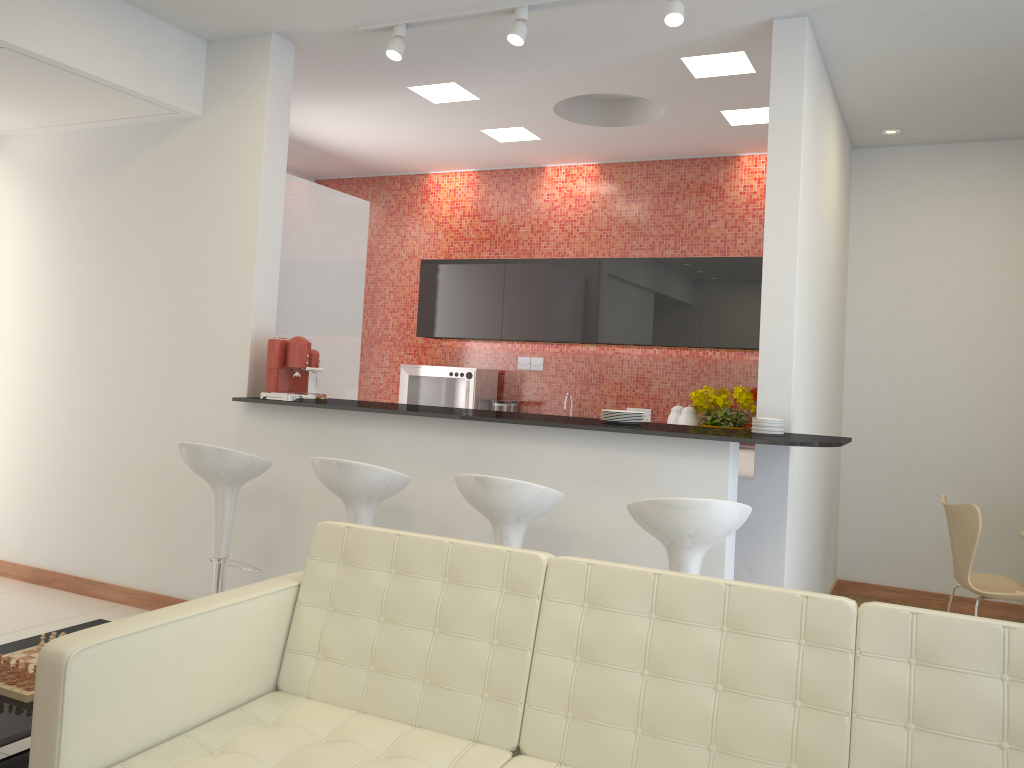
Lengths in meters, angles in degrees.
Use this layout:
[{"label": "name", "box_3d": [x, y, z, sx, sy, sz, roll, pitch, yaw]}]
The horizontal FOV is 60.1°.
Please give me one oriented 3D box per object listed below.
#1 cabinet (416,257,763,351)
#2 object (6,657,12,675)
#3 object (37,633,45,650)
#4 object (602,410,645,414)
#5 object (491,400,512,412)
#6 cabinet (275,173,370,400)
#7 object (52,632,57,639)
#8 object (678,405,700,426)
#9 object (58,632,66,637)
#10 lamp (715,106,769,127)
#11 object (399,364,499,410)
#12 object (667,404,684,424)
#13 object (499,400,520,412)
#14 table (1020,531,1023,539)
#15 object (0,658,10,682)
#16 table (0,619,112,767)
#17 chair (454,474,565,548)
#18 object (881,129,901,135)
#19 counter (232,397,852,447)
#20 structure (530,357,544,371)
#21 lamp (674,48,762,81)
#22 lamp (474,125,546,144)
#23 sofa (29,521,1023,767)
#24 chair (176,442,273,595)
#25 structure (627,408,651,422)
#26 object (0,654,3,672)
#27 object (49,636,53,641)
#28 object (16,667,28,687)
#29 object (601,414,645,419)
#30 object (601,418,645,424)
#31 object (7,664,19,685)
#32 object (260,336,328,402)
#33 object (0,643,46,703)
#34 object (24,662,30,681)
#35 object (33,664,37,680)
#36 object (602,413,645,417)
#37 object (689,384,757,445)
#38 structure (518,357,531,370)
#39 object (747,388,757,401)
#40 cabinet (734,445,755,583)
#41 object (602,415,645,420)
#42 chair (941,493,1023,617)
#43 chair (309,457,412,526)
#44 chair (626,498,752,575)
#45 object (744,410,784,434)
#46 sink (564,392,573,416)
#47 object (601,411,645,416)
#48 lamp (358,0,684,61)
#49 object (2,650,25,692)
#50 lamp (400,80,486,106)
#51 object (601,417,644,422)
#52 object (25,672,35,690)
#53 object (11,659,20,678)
[{"label": "cabinet", "box_3d": [0.737, -0.642, 6.984, 3.245, 0.661, 0.351, 3, -2, 26]}, {"label": "object", "box_3d": [-1.496, 0.835, 2.629, 0.030, 0.050, 0.030, 2, -2, 33]}, {"label": "object", "box_3d": [-1.517, 0.832, 2.861, 0.030, 0.050, 0.030, 2, -2, 33]}, {"label": "object", "box_3d": [0.527, 0.136, 4.196, 0.210, 0.015, 0.210, 3, 1, -20]}, {"label": "object", "box_3d": [-0.090, 0.245, 7.147, 0.172, 0.216, 0.171, 2, -2, 44]}, {"label": "cabinet", "box_3d": [-1.990, -0.017, 5.783, 1.638, 2.530, 1.054, 2, -2, 26]}, {"label": "object", "box_3d": [-1.500, 0.835, 2.897, 0.030, 0.044, 0.030, 2, -2, 33]}, {"label": "object", "box_3d": [1.288, 0.295, 6.460, 0.159, 0.284, 0.159, 4, -2, -13]}, {"label": "object", "box_3d": [-1.464, 0.833, 2.880, 0.030, 0.052, 0.030, 3, -2, 18]}, {"label": "lamp", "box_3d": [1.585, -1.780, 5.838, 0.409, 0.034, 0.407, 3, 1, 26]}, {"label": "object", "box_3d": [-0.543, 0.092, 7.428, 0.723, 0.472, 0.434, 3, -1, 26]}, {"label": "object", "box_3d": [1.245, 0.291, 6.646, 0.159, 0.284, 0.159, 4, -2, -13]}, {"label": "object", "box_3d": [-0.025, 0.246, 7.373, 0.172, 0.216, 0.171, 2, -2, 44]}, {"label": "table", "box_3d": [3.683, 1.215, 4.169, 2.264, 0.731, 1.276, 3, 0, 26]}, {"label": "object", "box_3d": [-1.477, 0.830, 2.576, 0.030, 0.064, 0.030, 2, -3, 33]}, {"label": "table", "box_3d": [-1.428, 1.094, 2.727, 0.701, 0.423, 0.914, 3, 0, 26]}, {"label": "chair", "box_3d": [-0.028, 0.867, 3.594, 0.457, 1.024, 0.463, 1, -3, 37]}, {"label": "object", "box_3d": [2.564, -1.706, 5.990, 0.129, 0.010, 0.129, 3, 1, -19]}, {"label": "counter", "box_3d": [0.036, 0.165, 4.295, 2.967, 0.019, 0.734, 3, 1, 26]}, {"label": "structure", "box_3d": [0.209, -0.167, 7.392, 0.114, 0.105, 0.008, 3, -3, 26]}, {"label": "lamp", "box_3d": [1.155, -1.795, 4.942, 0.409, 0.034, 0.407, 3, 1, 26]}, {"label": "lamp", "box_3d": [-0.007, -1.875, 6.606, 0.409, 0.034, 0.407, 3, 1, 26]}, {"label": "sofa", "box_3d": [0.264, 0.941, 1.871, 2.567, 0.925, 0.998, 3, -1, 26]}, {"label": "chair", "box_3d": [-1.401, 0.785, 4.257, 0.457, 1.024, 0.463, 1, -3, 37]}, {"label": "structure", "box_3d": [0.999, 0.243, 6.978, 0.198, 0.099, 0.016, 3, -2, 26]}, {"label": "object", "box_3d": [-1.532, 0.833, 2.646, 0.030, 0.050, 0.030, 2, -2, 33]}, {"label": "object", "box_3d": [-1.481, 0.834, 2.844, 0.030, 0.050, 0.030, 2, -2, 33]}, {"label": "object", "box_3d": [-1.405, 0.840, 2.541, 0.030, 0.052, 0.030, 2, -2, 33]}, {"label": "object", "box_3d": [0.525, 0.157, 4.195, 0.210, 0.015, 0.210, 3, 1, -20]}, {"label": "object", "box_3d": [0.524, 0.178, 4.194, 0.210, 0.015, 0.210, 3, 1, -20]}, {"label": "object", "box_3d": [-1.441, 0.837, 2.558, 0.030, 0.055, 0.030, 2, -2, 33]}, {"label": "object", "box_3d": [-1.083, -0.079, 4.659, 0.321, 0.337, 0.320, 3, -1, 26]}, {"label": "object", "box_3d": [-1.436, 0.872, 2.709, 0.360, 0.021, 0.359, 3, 1, 26]}, {"label": "object", "box_3d": [-1.424, 0.840, 2.594, 0.030, 0.050, 0.030, 2, -2, 33]}, {"label": "object", "box_3d": [-1.388, 0.842, 2.577, 0.030, 0.050, 0.030, 2, -2, 33]}, {"label": "object", "box_3d": [0.526, 0.150, 4.195, 0.210, 0.015, 0.210, 3, 1, -20]}, {"label": "object", "box_3d": [1.523, 0.222, 6.352, 0.523, 0.450, 0.501, 3, -1, 28]}, {"label": "structure", "box_3d": [0.101, -0.174, 7.441, 0.114, 0.105, 0.013, 3, -3, 26]}, {"label": "object", "box_3d": [1.904, 0.245, 6.172, 0.503, 0.450, 0.521, 3, -1, 6]}, {"label": "cabinet", "box_3d": [0.152, 0.872, 5.974, 3.338, 0.987, 2.488, 3, 0, 26]}, {"label": "object", "box_3d": [0.525, 0.164, 4.195, 0.210, 0.015, 0.210, 3, 1, -20]}, {"label": "chair", "box_3d": [2.476, 1.057, 4.528, 0.516, 0.909, 0.520, 3, -2, 10]}, {"label": "chair", "box_3d": [-0.687, 0.828, 3.912, 0.457, 1.024, 0.463, 1, -3, 37]}, {"label": "chair", "box_3d": [0.633, 0.907, 3.279, 0.457, 1.024, 0.463, 3, -2, 12]}, {"label": "object", "box_3d": [1.139, 0.170, 3.998, 0.173, 0.098, 0.139, 3, -1, 18]}, {"label": "sink", "box_3d": [0.419, 0.335, 6.988, 0.809, 0.539, 0.415, 3, -2, 26]}, {"label": "object", "box_3d": [0.526, 0.143, 4.196, 0.210, 0.015, 0.210, 3, 1, -20]}, {"label": "lamp", "box_3d": [0.020, -1.736, 4.276, 1.823, 0.200, 0.112, 3, -2, 26]}, {"label": "object", "box_3d": [-1.436, 0.861, 2.709, 0.347, 0.001, 0.348, 3, 1, 26]}, {"label": "lamp", "box_3d": [-0.437, -1.891, 5.710, 0.409, 0.034, 0.407, 3, 1, 26]}, {"label": "object", "box_3d": [0.525, 0.171, 4.194, 0.210, 0.015, 0.210, 3, 1, -20]}, {"label": "object", "box_3d": [-1.369, 0.846, 2.523, 0.030, 0.044, 0.030, 2, -2, 33]}, {"label": "object", "box_3d": [-1.460, 0.838, 2.612, 0.030, 0.050, 0.030, 2, -2, 33]}]
